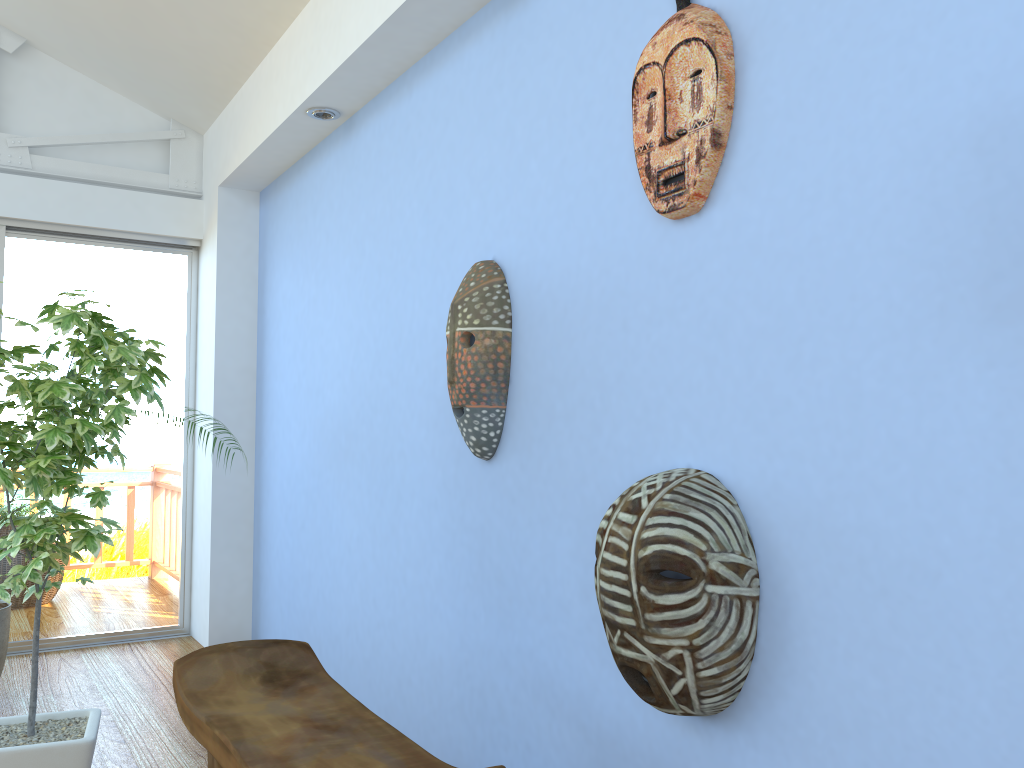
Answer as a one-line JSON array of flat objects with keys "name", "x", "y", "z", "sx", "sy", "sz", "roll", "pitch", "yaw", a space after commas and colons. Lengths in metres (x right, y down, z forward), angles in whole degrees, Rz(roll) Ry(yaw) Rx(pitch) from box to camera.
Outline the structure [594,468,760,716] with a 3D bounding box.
[{"name": "structure", "x": 0.263, "y": 0.393, "z": 1.654, "sx": 0.185, "sy": 0.466, "sz": 0.359, "roll": 2, "pitch": -4, "yaw": -31}]

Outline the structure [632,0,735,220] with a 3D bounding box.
[{"name": "structure", "x": 0.319, "y": -0.582, "z": 1.740, "sx": 0.063, "sy": 0.508, "sz": 0.264, "roll": 2, "pitch": -4, "yaw": -31}]

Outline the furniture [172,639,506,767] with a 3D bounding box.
[{"name": "furniture", "x": -0.396, "y": 0.848, "z": 1.689, "sx": 0.329, "sy": 0.507, "sz": 1.100, "roll": 2, "pitch": -4, "yaw": -31}]

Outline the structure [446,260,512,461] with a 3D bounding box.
[{"name": "structure", "x": -0.115, "y": -0.066, "z": 2.366, "sx": 0.115, "sy": 0.541, "sz": 0.254, "roll": 2, "pitch": -4, "yaw": -31}]

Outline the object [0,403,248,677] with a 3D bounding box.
[{"name": "object", "x": -1.959, "y": 0.343, "z": 3.250, "sx": 1.706, "sy": 1.695, "sz": 1.563, "roll": 3, "pitch": -4, "yaw": -40}]

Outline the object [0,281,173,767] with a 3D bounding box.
[{"name": "object", "x": -1.236, "y": 0.433, "z": 2.321, "sx": 0.495, "sy": 1.409, "sz": 0.699, "roll": -1, "pitch": -3, "yaw": 12}]
